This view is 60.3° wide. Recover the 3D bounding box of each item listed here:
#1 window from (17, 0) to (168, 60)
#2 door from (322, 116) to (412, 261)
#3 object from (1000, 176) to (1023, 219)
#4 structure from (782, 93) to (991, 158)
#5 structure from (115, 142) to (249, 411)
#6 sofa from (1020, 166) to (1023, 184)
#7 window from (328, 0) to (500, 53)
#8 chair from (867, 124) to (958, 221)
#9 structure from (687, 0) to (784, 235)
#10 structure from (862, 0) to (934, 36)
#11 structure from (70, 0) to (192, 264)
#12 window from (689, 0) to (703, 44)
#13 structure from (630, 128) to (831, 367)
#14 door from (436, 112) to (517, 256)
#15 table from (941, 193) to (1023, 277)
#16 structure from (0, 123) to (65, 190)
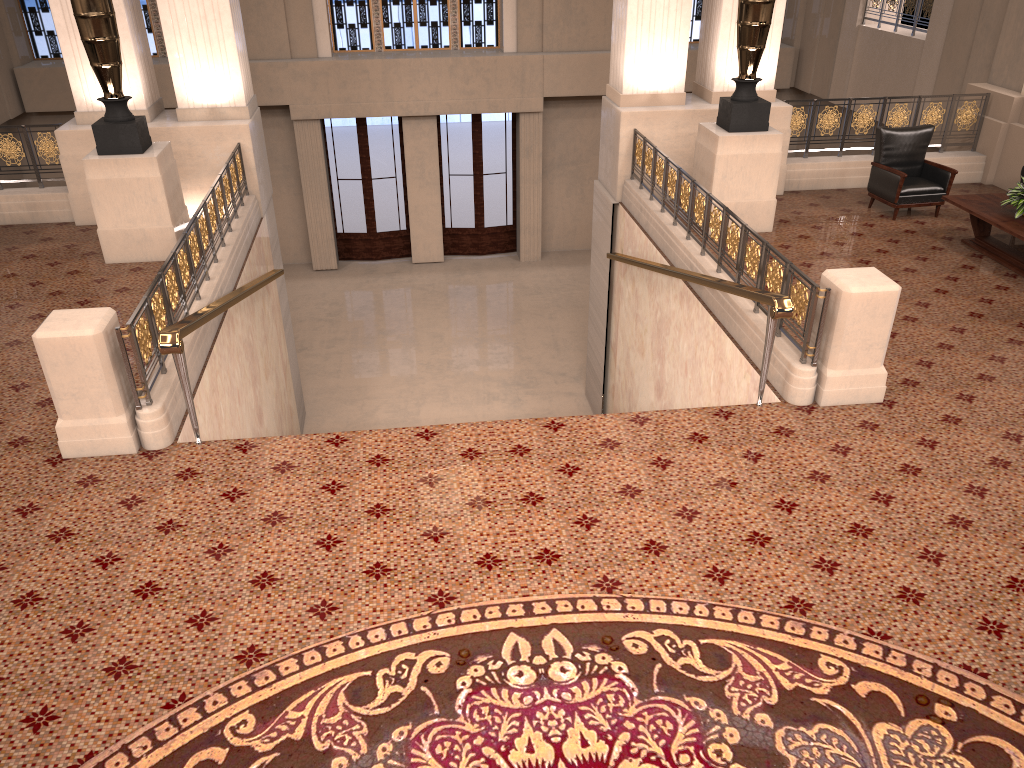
[{"bbox_3d":[-6.787,-8.093,13.889,2.985,5.642,0.066,-4,31,-6],"label":"window"},{"bbox_3d":[-2.717,-3.679,16.606,1.490,2.868,0.147,-4,31,-6],"label":"door"},{"bbox_3d":[4.683,-1.703,7.909,0.497,0.396,0.503,13,32,22],"label":"object"},{"bbox_3d":[4.357,-3.038,10.386,2.532,0.689,0.030,-4,31,-6],"label":"structure"},{"bbox_3d":[-2.550,-1.185,7.320,0.079,0.566,4.693,-4,29,-6],"label":"structure"},{"bbox_3d":[5.609,-1.523,8.165,0.874,0.745,1.828,-4,29,-6],"label":"sofa"},{"bbox_3d":[-1.723,-8.416,14.392,2.985,5.642,0.066,-4,31,-6],"label":"window"},{"bbox_3d":[4.257,-2.262,9.412,0.646,0.889,0.683,-7,31,-10],"label":"chair"},{"bbox_3d":[2.283,-2.959,8.587,0.699,2.936,0.665,-4,31,-6],"label":"structure"},{"bbox_3d":[5.741,-5.582,13.023,0.031,0.704,2.049,-4,29,-6],"label":"structure"},{"bbox_3d":[-3.601,-2.584,8.002,0.699,2.936,0.665,-4,31,-6],"label":"structure"},{"bbox_3d":[3.515,-8.750,14.913,2.985,5.642,0.066,-4,31,-6],"label":"window"},{"bbox_3d":[1.650,-1.452,7.738,0.079,0.566,4.694,-5,29,-7],"label":"structure"},{"bbox_3d":[-0.644,-3.811,16.812,1.490,2.868,0.147,-4,31,-6],"label":"door"},{"bbox_3d":[4.699,-1.343,8.144,0.838,0.459,1.402,-4,29,-6],"label":"table"},{"bbox_3d":[-6.006,-2.377,9.355,2.532,0.689,0.030,-4,31,-6],"label":"structure"}]
